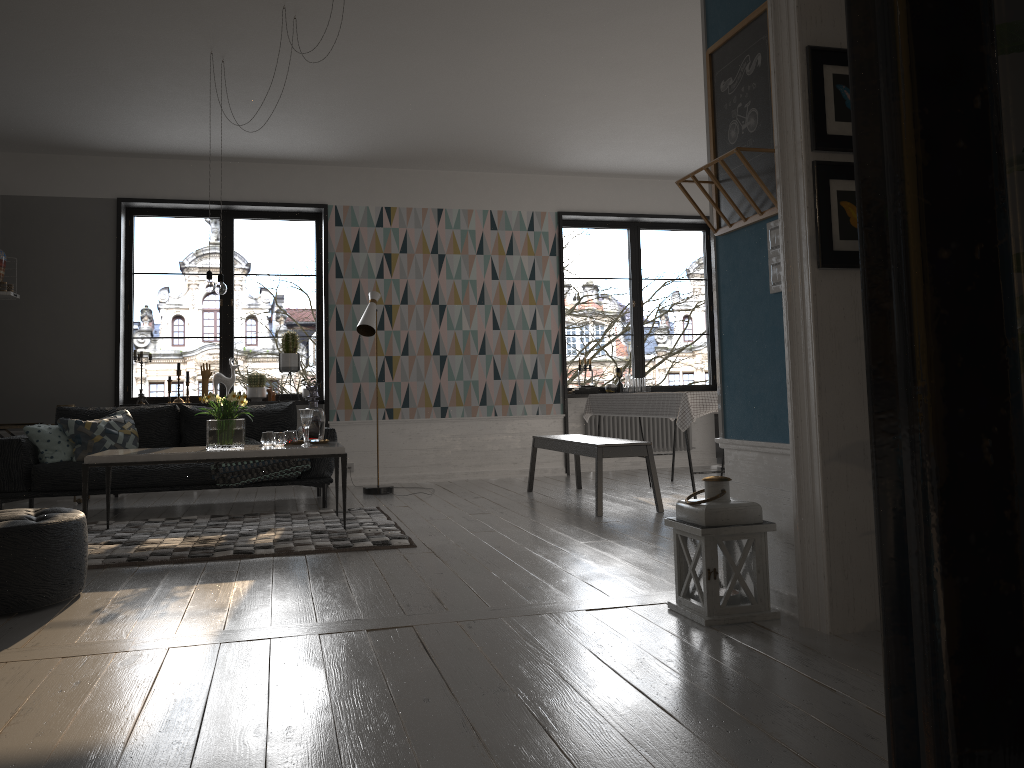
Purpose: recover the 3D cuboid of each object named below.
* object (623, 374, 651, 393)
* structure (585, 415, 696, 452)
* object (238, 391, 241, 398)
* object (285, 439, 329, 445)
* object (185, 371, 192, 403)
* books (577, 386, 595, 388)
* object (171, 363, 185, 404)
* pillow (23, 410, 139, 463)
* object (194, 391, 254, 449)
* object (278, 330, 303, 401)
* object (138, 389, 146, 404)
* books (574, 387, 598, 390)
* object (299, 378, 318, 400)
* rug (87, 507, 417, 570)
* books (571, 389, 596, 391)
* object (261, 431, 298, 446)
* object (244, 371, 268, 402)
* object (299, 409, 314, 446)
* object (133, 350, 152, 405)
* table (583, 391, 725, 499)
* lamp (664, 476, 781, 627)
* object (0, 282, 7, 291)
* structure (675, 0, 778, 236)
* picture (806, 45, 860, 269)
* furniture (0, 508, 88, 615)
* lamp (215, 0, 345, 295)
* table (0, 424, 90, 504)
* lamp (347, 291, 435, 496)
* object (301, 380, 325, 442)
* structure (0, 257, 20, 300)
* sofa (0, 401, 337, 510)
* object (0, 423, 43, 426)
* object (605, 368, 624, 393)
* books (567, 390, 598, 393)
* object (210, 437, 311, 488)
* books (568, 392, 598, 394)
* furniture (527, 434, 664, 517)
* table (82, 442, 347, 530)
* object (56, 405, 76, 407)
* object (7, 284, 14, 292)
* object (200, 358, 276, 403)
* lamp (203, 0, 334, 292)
[{"bbox_3d":[1.276,-0.009,9.072,0.268,0.193,0.152,-1,-3,-15],"label":"object"},{"bbox_3d":[1.324,0.499,9.181,1.223,0.430,0.148,-1,-4,-17],"label":"structure"},{"bbox_3d":[-2.480,0.115,8.062,0.123,0.099,0.122,-2,-2,8],"label":"object"},{"bbox_3d":[-1.362,0.381,5.792,0.318,0.015,0.246,-1,-1,-15],"label":"object"},{"bbox_3d":[-2.934,0.025,8.005,0.075,0.302,0.075,-3,-5,16],"label":"object"},{"bbox_3d":[0.748,0.026,8.920,0.153,0.017,0.123,-1,-1,-13],"label":"books"},{"bbox_3d":[-2.991,-0.012,7.941,0.123,0.377,0.122,-1,-4,-10],"label":"object"},{"bbox_3d":[-3.115,0.384,6.456,0.798,0.364,0.442,0,-3,-33],"label":"pillow"},{"bbox_3d":[-1.788,0.220,5.500,0.352,0.353,0.323,-1,-3,-13],"label":"object"},{"bbox_3d":[-2.049,-0.182,8.152,0.235,0.674,0.228,3,-6,-44],"label":"object"},{"bbox_3d":[-3.323,0.108,7.925,0.084,0.152,0.084,-1,-4,-11],"label":"object"},{"bbox_3d":[0.744,0.046,8.921,0.198,0.022,0.162,-1,-1,-14],"label":"books"},{"bbox_3d":[-1.870,0.047,8.152,0.171,0.204,0.245,-1,-3,-12],"label":"object"},{"bbox_3d":[-1.948,0.894,5.210,2.526,0.034,1.763,-1,-1,-15],"label":"rug"},{"bbox_3d":[0.719,0.063,8.921,0.216,0.011,0.173,-1,-1,-9],"label":"books"},{"bbox_3d":[-1.461,0.351,5.706,0.246,0.088,0.278,0,-2,-37],"label":"object"},{"bbox_3d":[-2.356,0.020,8.160,0.234,0.284,0.212,1,-4,-41],"label":"object"},{"bbox_3d":[-1.303,0.273,5.613,0.082,0.228,0.167,-1,-3,-3],"label":"object"},{"bbox_3d":[-3.306,-0.062,7.862,0.162,0.493,0.144,-3,-5,21],"label":"object"},{"bbox_3d":[1.305,0.454,6.802,0.931,0.787,2.018,-1,-1,-15],"label":"table"},{"bbox_3d":[0.737,0.569,3.141,0.287,0.480,0.285,0,-4,-16],"label":"lamp"},{"bbox_3d":[-4.060,-0.773,7.060,0.060,0.079,0.060,0,-4,-26],"label":"object"},{"bbox_3d":[0.800,-0.986,3.349,0.185,0.779,0.493,0,-4,-15],"label":"structure"},{"bbox_3d":[1.418,-0.781,2.056,0.359,0.756,1.938,0,-2,-15],"label":"picture"},{"bbox_3d":[-2.127,0.709,3.589,0.735,0.358,0.733,-1,-2,-28],"label":"furniture"},{"bbox_3d":[-1.387,-1.351,5.195,1.391,1.544,0.074,-4,-5,44],"label":"lamp"},{"bbox_3d":[-3.891,0.645,7.281,0.742,0.683,0.337,-1,-4,-15],"label":"table"},{"bbox_3d":[-1.064,0.066,7.740,0.680,1.711,1.241,0,-4,-17],"label":"lamp"},{"bbox_3d":[-1.308,0.179,5.836,0.148,0.419,0.155,-2,-4,5],"label":"object"},{"bbox_3d":[-3.915,-0.639,6.267,0.267,0.959,2.014,0,-2,-15],"label":"structure"},{"bbox_3d":[-2.524,0.552,6.652,2.340,0.802,0.966,-1,-2,-15],"label":"sofa"},{"bbox_3d":[-4.047,0.333,7.268,0.318,0.015,0.246,-1,-1,-15],"label":"object"},{"bbox_3d":[1.038,-0.037,9.002,0.194,0.258,0.114,-1,-4,-5],"label":"object"},{"bbox_3d":[0.710,0.078,8.922,0.271,0.019,0.183,-1,-1,-16],"label":"books"},{"bbox_3d":[-1.864,0.558,6.524,0.666,0.330,0.488,-1,-2,-20],"label":"object"},{"bbox_3d":[0.711,0.093,8.913,0.268,0.011,0.161,-1,-1,-12],"label":"books"},{"bbox_3d":[0.555,0.635,6.558,0.465,0.457,1.663,-1,-1,-15],"label":"furniture"},{"bbox_3d":[-1.776,0.652,5.439,1.456,0.513,0.729,-1,-2,-15],"label":"table"},{"bbox_3d":[-3.696,0.254,7.327,0.138,0.161,0.141,-3,-3,23],"label":"object"},{"bbox_3d":[-4.044,-0.772,7.133,0.050,0.058,0.050,0,-3,-25],"label":"object"},{"bbox_3d":[-2.497,-0.035,8.080,0.662,0.412,0.134,-1,-4,-14],"label":"object"},{"bbox_3d":[-1.414,-1.352,5.060,1.391,1.544,0.074,-4,-5,44],"label":"lamp"}]
